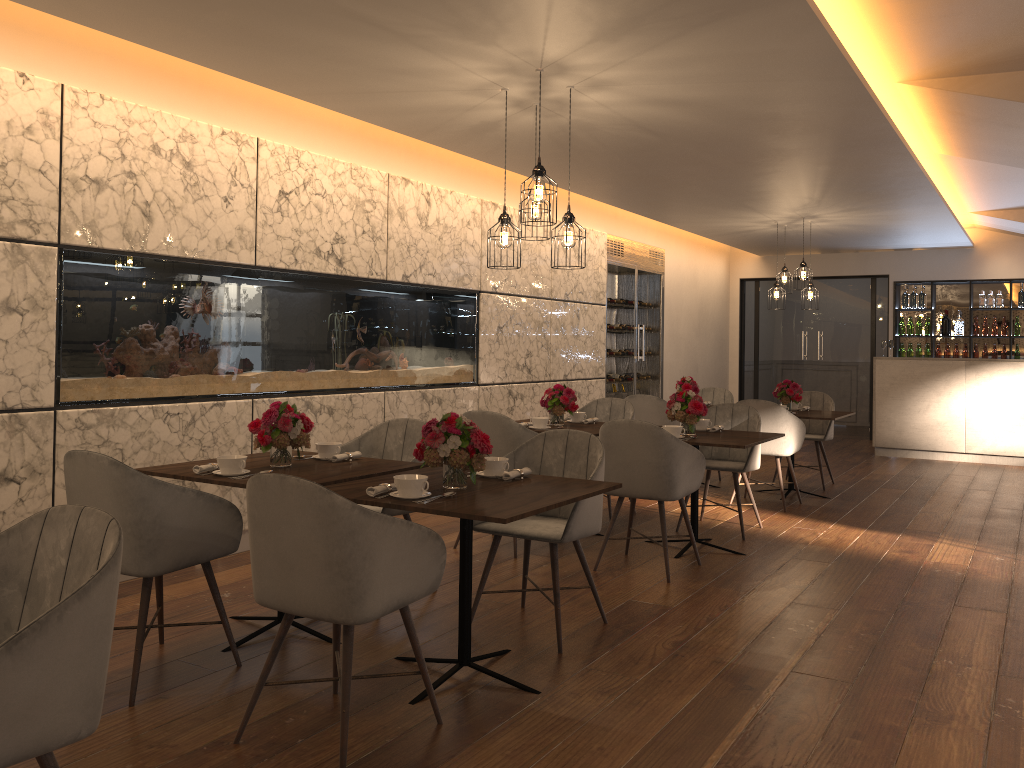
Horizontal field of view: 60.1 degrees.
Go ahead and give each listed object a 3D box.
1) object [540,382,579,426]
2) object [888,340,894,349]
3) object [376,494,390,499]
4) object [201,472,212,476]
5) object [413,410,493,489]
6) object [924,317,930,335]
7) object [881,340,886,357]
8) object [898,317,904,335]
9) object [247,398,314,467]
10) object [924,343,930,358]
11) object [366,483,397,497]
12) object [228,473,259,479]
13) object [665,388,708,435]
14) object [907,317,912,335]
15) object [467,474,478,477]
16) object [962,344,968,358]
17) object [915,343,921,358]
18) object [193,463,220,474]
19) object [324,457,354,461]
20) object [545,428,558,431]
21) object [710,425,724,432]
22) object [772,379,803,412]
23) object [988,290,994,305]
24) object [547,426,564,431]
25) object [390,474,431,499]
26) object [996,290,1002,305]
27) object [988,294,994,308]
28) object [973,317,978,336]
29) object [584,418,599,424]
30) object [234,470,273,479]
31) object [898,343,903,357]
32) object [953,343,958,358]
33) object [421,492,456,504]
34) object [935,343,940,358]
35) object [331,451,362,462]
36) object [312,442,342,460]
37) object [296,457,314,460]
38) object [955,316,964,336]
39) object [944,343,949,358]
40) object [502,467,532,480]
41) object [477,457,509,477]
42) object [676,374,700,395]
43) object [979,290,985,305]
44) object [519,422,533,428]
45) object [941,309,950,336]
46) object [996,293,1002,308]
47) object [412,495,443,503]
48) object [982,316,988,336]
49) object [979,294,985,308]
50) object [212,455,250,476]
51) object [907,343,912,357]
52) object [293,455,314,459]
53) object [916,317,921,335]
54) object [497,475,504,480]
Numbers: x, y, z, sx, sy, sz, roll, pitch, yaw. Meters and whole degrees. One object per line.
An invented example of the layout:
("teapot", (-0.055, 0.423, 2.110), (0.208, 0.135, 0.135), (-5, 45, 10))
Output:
("object", (0.314, 0.133, 6.104), (0.234, 0.301, 0.305), (1, 1, -37))
("object", (4.606, -0.431, 10.758), (0.065, 0.208, 0.145), (1, 0, 23))
("object", (-0.424, 0.387, 3.193), (0.025, 0.024, 0.192), (1, 2, 31))
("object", (-1.210, 0.355, 3.669), (0.025, 0.024, 0.192), (1, 2, 31))
("object", (-0.220, 0.243, 3.384), (0.305, 0.301, 0.234), (1, 0, 9))
("object", (5.695, -0.796, 12.145), (0.065, 0.262, 0.066), (1, -1, 10))
("object", (4.530, -0.434, 10.798), (0.065, 0.208, 0.065), (1, -1, 22))
("object", (5.411, -0.807, 12.316), (0.065, 0.262, 0.066), (1, -1, 10))
("object", (-1.020, 0.209, 3.902), (0.234, 0.301, 0.305), (1, 1, 33))
("object", (5.689, -0.433, 12.139), (0.065, 0.262, 0.066), (1, -1, 10))
("object", (-0.458, 0.379, 3.203), (0.056, 0.039, 0.175), (2, 2, 31))
("object", (-1.067, 0.371, 3.601), (0.022, 0.004, 0.211), (2, 3, 31))
("object", (1.112, 0.168, 5.589), (0.234, 0.301, 0.305), (1, 1, -26))
("object", (5.505, -0.803, 12.259), (0.065, 0.262, 0.066), (1, -1, 10))
("object", (-0.157, 0.380, 3.701), (0.022, 0.004, 0.211), (2, 3, 31))
("object", (6.087, -0.417, 11.899), (0.065, 0.262, 0.066), (1, -1, 10))
("object", (5.595, -0.437, 12.196), (0.065, 0.262, 0.066), (1, -1, 10))
("object", (-1.244, 0.347, 3.678), (0.056, 0.039, 0.175), (2, 2, 31))
("object", (-0.800, 0.342, 4.110), (0.025, 0.024, 0.192), (1, 2, 31))
("object", (0.263, 0.296, 5.804), (0.022, 0.004, 0.211), (2, 3, 31))
("object", (1.351, 0.293, 5.828), (0.056, 0.039, 0.175), (2, 2, 31))
("object", (2.407, 0.093, 7.757), (0.234, 0.301, 0.305), (1, 1, -12))
("object", (6.342, -1.139, 11.727), (0.069, 0.209, 0.040), (1, -1, 31))
("object", (0.290, 0.291, 5.780), (0.043, 0.015, 0.197), (2, 3, 27))
("object", (-0.360, 0.366, 3.145), (0.148, 0.072, 0.148), (1, 2, 9))
("object", (6.428, -1.136, 11.675), (0.069, 0.209, 0.040), (1, -1, 31))
("object", (6.341, -1.103, 11.726), (0.070, 0.190, 0.041), (1, -1, 31))
("object", (6.200, -0.775, 11.839), (0.065, 0.262, 0.066), (1, -1, 10))
("object", (0.565, 0.261, 6.303), (0.056, 0.039, 0.175), (2, 2, 31))
("object", (-1.047, 0.366, 3.581), (0.043, 0.015, 0.197), (2, 3, 35))
("object", (5.405, -0.444, 12.311), (0.065, 0.262, 0.066), (1, -1, 10))
("object", (5.993, -0.421, 11.956), (0.065, 0.262, 0.066), (1, -1, 10))
("object", (-0.254, 0.398, 3.102), (0.043, 0.015, 0.197), (2, 3, 27))
("object", (5.804, -0.428, 12.070), (0.065, 0.262, 0.066), (1, -1, 10))
("object", (-0.765, 0.336, 4.100), (0.056, 0.039, 0.175), (2, 2, 31))
("object", (-0.863, 0.315, 4.159), (0.148, 0.072, 0.148), (1, 2, 9))
("object", (-0.944, 0.348, 4.177), (0.022, 0.004, 0.211), (2, 3, 31))
("object", (6.031, -0.791, 11.939), (0.108, 0.282, 0.108), (1, 0, -13))
("object", (5.898, -0.424, 12.013), (0.065, 0.262, 0.066), (1, -1, 10))
("object", (0.021, 0.368, 3.625), (0.056, 0.039, 0.175), (2, 2, 31))
("object", (-0.076, 0.347, 3.684), (0.148, 0.072, 0.148), (1, 2, 9))
("object", (1.638, 0.061, 8.213), (0.234, 0.301, 0.305), (1, 1, 6))
("object", (6.256, -1.143, 11.779), (0.069, 0.209, 0.040), (1, -1, 31))
("object", (0.086, 0.272, 5.881), (0.056, 0.039, 0.175), (2, 2, 31))
("object", (5.892, -0.836, 12.031), (0.104, 0.360, 0.104), (1, -1, 3))
("object", (6.427, -1.099, 11.674), (0.070, 0.190, 0.041), (1, -1, 31))
("object", (-0.280, 0.403, 3.126), (0.022, 0.004, 0.211), (2, 3, 31))
("object", (6.295, -0.771, 11.782), (0.065, 0.262, 0.066), (1, -1, 10))
("object", (6.255, -1.106, 11.778), (0.070, 0.190, 0.041), (1, -1, 31))
("object", (-1.147, 0.334, 3.620), (0.148, 0.072, 0.148), (1, 2, 9))
("object", (5.500, -0.441, 12.254), (0.065, 0.262, 0.066), (1, -1, 10))
("object", (-0.970, 0.341, 4.201), (0.043, 0.015, 0.197), (2, 3, 27))
("object", (5.600, -0.800, 12.202), (0.065, 0.262, 0.066), (1, -1, 10))
("object", (-0.013, 0.374, 3.635), (0.025, 0.024, 0.192), (1, 2, 31))
